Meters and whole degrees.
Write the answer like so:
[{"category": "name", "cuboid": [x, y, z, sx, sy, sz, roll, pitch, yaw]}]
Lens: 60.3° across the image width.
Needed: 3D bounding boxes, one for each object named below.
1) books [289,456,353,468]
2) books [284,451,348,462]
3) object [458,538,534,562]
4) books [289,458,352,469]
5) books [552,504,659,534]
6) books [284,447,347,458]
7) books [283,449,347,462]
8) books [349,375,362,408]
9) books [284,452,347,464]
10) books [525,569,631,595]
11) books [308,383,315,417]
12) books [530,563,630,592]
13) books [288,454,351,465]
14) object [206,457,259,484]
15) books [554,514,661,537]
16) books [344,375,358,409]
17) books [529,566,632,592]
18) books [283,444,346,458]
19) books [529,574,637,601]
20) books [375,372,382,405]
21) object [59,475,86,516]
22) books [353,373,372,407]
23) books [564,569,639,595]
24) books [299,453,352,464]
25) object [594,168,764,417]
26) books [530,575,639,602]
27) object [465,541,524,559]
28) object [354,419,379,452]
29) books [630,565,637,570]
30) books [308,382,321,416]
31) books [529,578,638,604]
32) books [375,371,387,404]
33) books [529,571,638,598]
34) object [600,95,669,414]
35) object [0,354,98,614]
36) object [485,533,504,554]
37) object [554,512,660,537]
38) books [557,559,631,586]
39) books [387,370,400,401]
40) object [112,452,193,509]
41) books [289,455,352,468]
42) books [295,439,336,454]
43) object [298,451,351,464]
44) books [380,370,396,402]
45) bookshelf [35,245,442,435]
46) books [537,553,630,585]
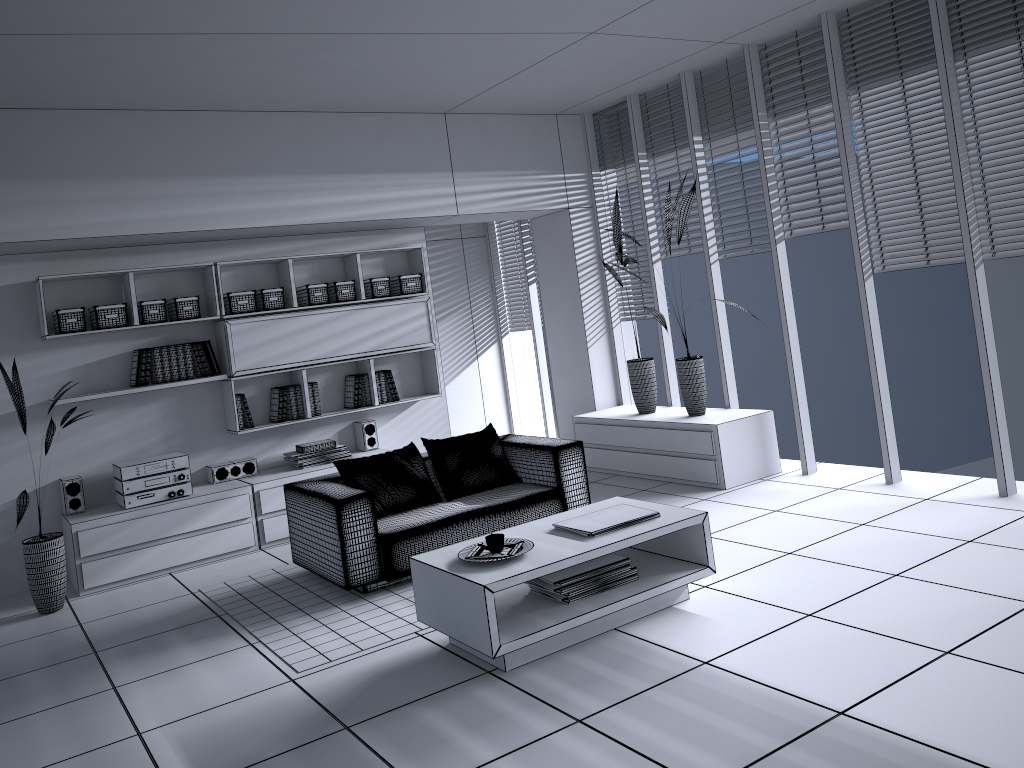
[{"category": "books", "cuboid": [-1.444, 0.583, 6.693, 0.418, 0.008, 0.284, -10, 6, -31]}, {"category": "books", "cuboid": [-1.479, 0.538, 6.676, 0.418, 0.008, 0.284, -10, 6, -31]}, {"category": "object", "cuboid": [-0.067, 0.717, 3.751, 0.329, 0.024, 0.330, -8, 5, -3]}, {"category": "books", "cuboid": [-1.449, 0.592, 6.689, 0.418, 0.008, 0.284, -10, 6, -31]}, {"category": "books", "cuboid": [0.434, 0.619, 4.053, 0.418, 0.008, 0.284, -10, 6, -31]}, {"category": "books", "cuboid": [-1.481, 0.509, 6.675, 0.418, 0.008, 0.284, -10, 6, -31]}, {"category": "books", "cuboid": [-1.499, 0.531, 6.673, 0.418, 0.008, 0.284, -10, 6, -31]}, {"category": "books", "cuboid": [-1.246, 0.058, 6.996, 0.075, 0.260, 0.206, -7, 1, -33]}, {"category": "books", "cuboid": [-1.483, 0.548, 6.672, 0.418, 0.008, 0.284, -10, 6, -31]}, {"category": "books", "cuboid": [0.293, 0.855, 3.942, 0.418, 0.008, 0.284, -10, 6, -31]}, {"category": "books", "cuboid": [-1.584, 0.123, 6.784, 0.050, 0.259, 0.206, -7, 1, -32]}, {"category": "books", "cuboid": [0.277, 0.838, 3.943, 0.418, 0.008, 0.284, -10, 6, -31]}, {"category": "books", "cuboid": [-1.451, 0.563, 6.688, 0.418, 0.008, 0.284, -10, 6, -31]}, {"category": "object", "cuboid": [-2.053, 0.634, 6.472, 0.331, 0.119, 0.176, -10, 4, -33]}, {"category": "books", "cuboid": [0.445, 0.632, 4.059, 0.418, 0.008, 0.284, -10, 6, -31]}, {"category": "books", "cuboid": [-1.272, 0.063, 6.978, 0.075, 0.260, 0.206, -7, 1, -32]}, {"category": "books", "cuboid": [0.297, 0.846, 3.946, 0.418, 0.008, 0.284, -10, 6, -31]}, {"category": "books", "cuboid": [-1.501, 0.502, 6.671, 0.418, 0.008, 0.284, -10, 6, -31]}, {"category": "books", "cuboid": [0.312, 0.883, 3.960, 0.418, 0.008, 0.284, -10, 6, -31]}, {"category": "books", "cuboid": [-1.121, 0.036, 7.085, 0.050, 0.259, 0.206, -7, 1, -32]}, {"category": "object", "cuboid": [-2.942, 0.745, 5.901, 0.120, 0.231, 0.176, -7, 1, -32]}, {"category": "books", "cuboid": [-1.192, 0.047, 7.035, 0.050, 0.259, 0.206, -7, 1, -32]}, {"category": "books", "cuboid": [0.330, 0.862, 3.962, 0.418, 0.008, 0.284, -10, 6, -31]}, {"category": "books", "cuboid": [-1.447, 0.554, 6.692, 0.418, 0.008, 0.284, -10, 6, -31]}, {"category": "object", "cuboid": [1.101, -0.666, 6.550, 0.697, 1.865, 1.541, -7, 1, -38]}, {"category": "books", "cuboid": [0.332, 0.890, 3.963, 0.418, 0.008, 0.284, -10, 6, -31]}, {"category": "object", "cuboid": [-0.071, 0.711, 3.750, 0.216, 0.012, 0.216, -6, 5, 14]}, {"category": "object", "cuboid": [-1.165, 0.410, 7.056, 0.120, 0.231, 0.176, -7, 1, -32]}, {"category": "books", "cuboid": [0.310, 0.854, 3.958, 0.418, 0.008, 0.284, -10, 6, -31]}, {"category": "books", "cuboid": [-1.544, 0.115, 6.815, 0.050, 0.259, 0.206, -7, 1, -32]}, {"category": "books", "cuboid": [0.328, 0.900, 3.959, 0.418, 0.008, 0.284, -10, 6, -31]}, {"category": "books", "cuboid": [-1.082, 0.028, 7.116, 0.050, 0.259, 0.206, -7, 1, -32]}, {"category": "books", "cuboid": [0.325, 0.871, 3.958, 0.418, 0.008, 0.284, -10, 6, -31]}, {"category": "object", "cuboid": [1.019, -1.276, 7.182, 0.495, 2.989, 1.425, -7, 0, -3]}, {"category": "object", "cuboid": [-2.836, 0.542, 5.347, 0.250, 1.585, 1.176, -7, 1, 0]}, {"category": "object", "cuboid": [-0.074, 0.681, 3.749, 0.095, 0.070, 0.085, -5, 3, 39]}, {"category": "object", "cuboid": [0.430, 0.626, 4.061, 0.418, 0.008, 0.284, -10, 6, -31]}, {"category": "books", "cuboid": [0.295, 0.817, 3.945, 0.418, 0.008, 0.284, -10, 6, -31]}, {"category": "books", "cuboid": [-1.000, 0.013, 7.166, 0.075, 0.260, 0.206, -7, 1, -32]}, {"category": "object", "cuboid": [-2.433, 0.645, 5.971, 0.433, 0.269, 0.345, -10, 3, -32]}, {"category": "books", "cuboid": [-1.464, 0.575, 6.690, 0.418, 0.008, 0.284, -10, 6, -31]}, {"category": "books", "cuboid": [-1.480, 0.471, 6.649, 0.260, 0.050, 0.207, -10, 5, -27]}, {"category": "object", "cuboid": [-1.467, 0.547, 6.688, 0.418, 0.008, 0.284, -10, 6, -31]}, {"category": "books", "cuboid": [-1.027, 0.018, 7.149, 0.075, 0.260, 0.206, -7, 1, -32]}, {"category": "bookshelf", "cuboid": [-1.904, -0.300, 6.604, 2.838, 1.253, 0.325, -10, 1, -33]}, {"category": "books", "cuboid": [0.275, 0.810, 3.941, 0.418, 0.008, 0.284, -10, 6, -31]}]
